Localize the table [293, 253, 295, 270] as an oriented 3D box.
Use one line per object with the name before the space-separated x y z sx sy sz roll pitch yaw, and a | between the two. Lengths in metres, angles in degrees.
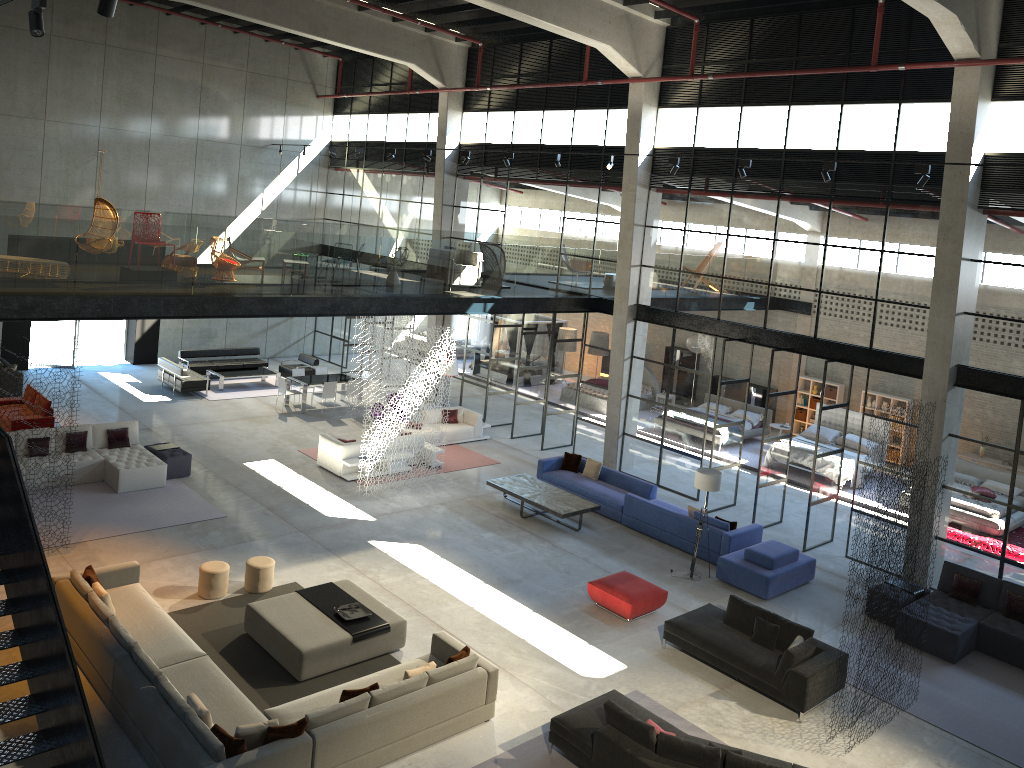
table | -4.346 -2.477 18.389 0.395 0.511 0.415 8 7 22

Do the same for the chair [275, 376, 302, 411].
chair | -5.700 0.242 22.486 0.544 0.862 0.426 0 7 -43

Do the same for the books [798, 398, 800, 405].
books | 8.202 0.491 24.972 0.143 0.195 0.018 0 6 -43

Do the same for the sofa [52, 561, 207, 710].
sofa | -4.608 2.851 10.461 1.054 0.714 2.373 -2 13 -42

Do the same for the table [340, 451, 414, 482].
table | -2.753 1.687 17.998 1.570 0.365 0.305 -5 12 -43

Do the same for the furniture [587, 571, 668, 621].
furniture | 1.705 3.127 12.993 0.855 0.372 0.868 -4 14 -42

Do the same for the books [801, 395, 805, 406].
books | 8.254 0.463 24.909 0.184 0.284 0.049 0 6 -43

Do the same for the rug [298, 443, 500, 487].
rug | -2.462 1.614 19.424 3.631 0.020 2.690 -5 15 -42

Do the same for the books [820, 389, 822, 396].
books | 8.706 0.167 24.488 0.252 0.317 0.088 0 7 -43

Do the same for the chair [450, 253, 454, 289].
chair | -1.266 -2.515 19.273 0.982 0.824 0.816 -2 10 -43

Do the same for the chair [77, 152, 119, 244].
chair | -7.122 -3.118 15.099 0.642 1.761 0.600 7 4 22

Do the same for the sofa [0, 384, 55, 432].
sofa | -10.410 0.594 18.604 0.816 0.805 1.995 -1 12 -42

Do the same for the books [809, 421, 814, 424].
books | 8.541 1.078 24.618 0.230 0.054 0.314 -4 15 -42

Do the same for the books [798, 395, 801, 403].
books | 8.193 0.454 24.984 0.175 0.259 0.020 0 6 -43

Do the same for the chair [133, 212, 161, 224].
chair | -6.441 -2.554 15.687 0.645 0.972 0.670 0 8 -43

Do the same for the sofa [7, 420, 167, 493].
sofa | -8.366 1.433 15.296 4.153 0.860 1.854 -5 14 -43

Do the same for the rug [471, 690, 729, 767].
rug | 1.770 4.228 8.527 2.649 0.020 3.687 -5 15 -42

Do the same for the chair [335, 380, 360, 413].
chair | -4.308 0.274 22.997 0.419 0.862 0.553 1 7 -43

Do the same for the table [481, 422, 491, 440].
table | -0.941 1.106 21.751 0.300 0.365 0.915 0 12 -43

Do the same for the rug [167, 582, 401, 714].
rug | -2.902 3.362 10.555 2.649 0.020 3.687 -5 15 -42

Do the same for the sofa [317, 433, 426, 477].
sofa | -2.959 1.396 18.585 2.139 0.663 0.962 -4 13 -43

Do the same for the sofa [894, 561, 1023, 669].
sofa | 7.588 3.688 11.833 1.826 0.860 4.217 -3 14 -42

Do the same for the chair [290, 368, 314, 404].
chair | -5.591 0.075 23.361 0.419 0.862 0.553 1 7 -43

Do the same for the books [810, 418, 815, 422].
books | 8.546 1.023 24.615 0.230 0.054 0.287 -4 15 -42

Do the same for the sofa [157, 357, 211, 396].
sofa | -8.796 -0.212 23.511 0.820 0.750 1.678 -1 12 -42

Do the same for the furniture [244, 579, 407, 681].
furniture | -2.374 3.087 11.176 1.538 0.394 1.471 -4 15 -42

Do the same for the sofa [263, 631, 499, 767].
sofa | -1.362 3.377 9.420 2.337 0.714 1.070 -4 13 -43

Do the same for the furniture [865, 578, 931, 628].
furniture | 5.995 3.382 13.620 0.959 0.450 0.517 -2 11 -38

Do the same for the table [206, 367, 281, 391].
table | -7.557 -0.151 24.680 1.803 0.403 0.915 -5 14 -42

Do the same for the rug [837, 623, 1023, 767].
rug | 6.183 4.080 11.389 2.649 0.020 3.687 -5 15 -42

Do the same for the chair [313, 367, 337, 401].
chair | -5.077 0.030 23.836 0.419 0.862 0.553 1 7 -43

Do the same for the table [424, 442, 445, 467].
table | -1.978 1.495 19.323 0.300 0.365 1.221 0 12 -43

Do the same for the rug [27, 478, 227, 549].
rug | -7.092 2.107 14.747 3.631 0.020 2.690 -5 15 -42

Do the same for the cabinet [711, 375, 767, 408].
cabinet | 6.899 0.532 26.406 0.449 1.147 2.115 2 10 -43

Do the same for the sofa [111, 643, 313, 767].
sofa | -3.048 3.347 8.759 1.054 0.714 2.373 -2 13 -42

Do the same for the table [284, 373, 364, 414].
table | -4.955 0.229 23.182 1.803 0.750 0.914 -4 12 -43

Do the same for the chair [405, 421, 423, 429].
chair | -2.280 0.952 20.494 0.415 0.107 0.413 6 11 3

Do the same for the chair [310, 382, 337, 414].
chair | -4.822 0.320 22.522 0.419 0.862 0.553 1 7 -43

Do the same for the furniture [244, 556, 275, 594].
furniture | -3.587 2.707 12.470 0.405 0.396 0.402 11 9 36

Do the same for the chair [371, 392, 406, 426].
chair | -3.108 0.606 22.234 0.796 0.741 0.665 -1 10 -43

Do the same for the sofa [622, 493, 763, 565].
sofa | 3.244 2.508 15.946 1.054 0.714 2.373 -2 13 -42

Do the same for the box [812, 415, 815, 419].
box | 8.568 0.941 24.625 0.131 0.107 0.217 -2 12 -42

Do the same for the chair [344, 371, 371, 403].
chair | -4.198 0.108 23.872 0.544 0.862 0.426 0 7 -43

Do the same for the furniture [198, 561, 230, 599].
furniture | -4.139 2.714 12.170 0.400 0.396 0.407 2 8 -28

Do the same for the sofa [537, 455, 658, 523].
sofa | 1.671 2.064 17.678 1.054 0.598 2.373 -3 14 -42

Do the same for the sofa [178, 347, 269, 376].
sofa | -8.387 -0.593 25.593 2.454 0.750 0.833 -4 12 -43

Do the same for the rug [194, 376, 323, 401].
rug | -7.367 0.069 24.702 3.392 0.025 2.449 -5 15 -42

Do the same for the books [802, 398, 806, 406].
books | 8.290 0.512 24.888 0.159 0.202 0.076 0 7 -43

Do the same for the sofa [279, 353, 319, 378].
sofa | -6.285 -0.435 25.829 0.820 0.751 0.965 -2 11 -43

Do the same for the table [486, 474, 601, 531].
table | 0.557 2.263 16.668 1.027 0.395 2.097 -4 15 -42

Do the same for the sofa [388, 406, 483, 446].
sofa | -1.806 1.032 20.946 2.148 0.662 0.957 -4 13 -43

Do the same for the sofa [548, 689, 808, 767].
sofa | 2.325 3.963 8.672 4.101 0.557 1.481 11 12 25

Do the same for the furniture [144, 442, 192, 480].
furniture | -6.663 1.474 16.953 0.973 0.450 0.510 14 12 41

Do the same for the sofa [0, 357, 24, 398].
sofa | -13.916 -0.158 21.189 3.192 0.562 2.870 -5 15 -42

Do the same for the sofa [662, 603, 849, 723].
sofa | 3.134 3.479 11.468 1.081 0.555 2.140 -3 14 -42

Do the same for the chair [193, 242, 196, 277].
chair | -6.240 -2.392 16.569 0.746 0.702 0.523 8 7 19

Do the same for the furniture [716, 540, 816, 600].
furniture | 4.219 2.946 14.491 1.537 0.549 0.964 -4 13 -42
